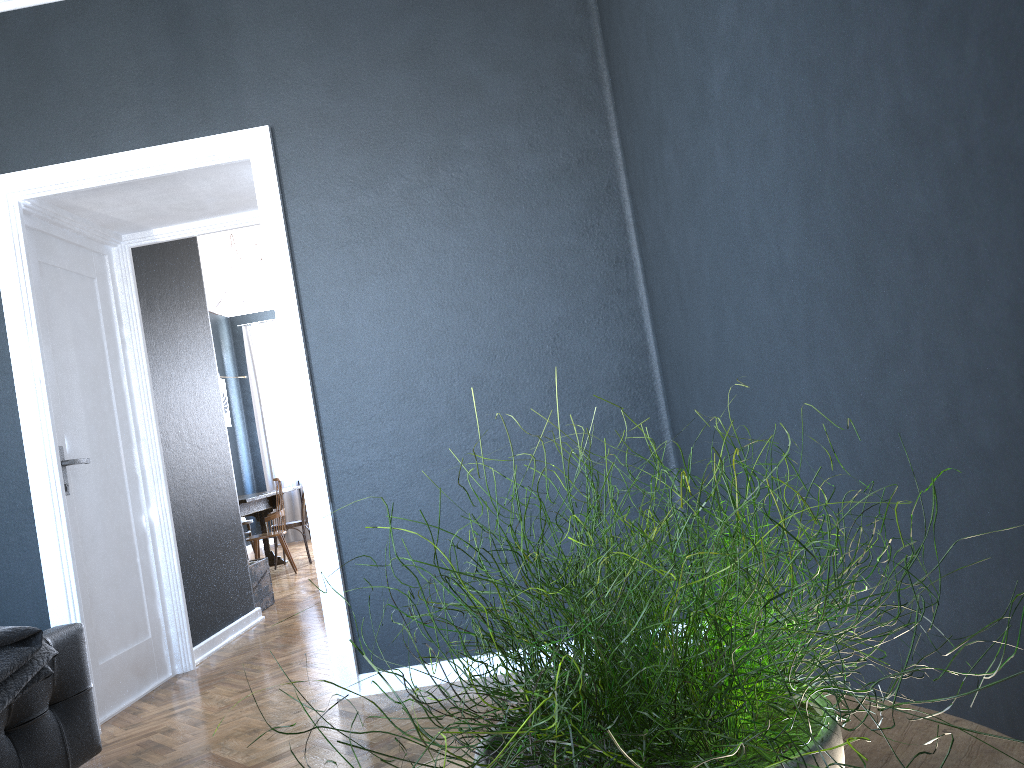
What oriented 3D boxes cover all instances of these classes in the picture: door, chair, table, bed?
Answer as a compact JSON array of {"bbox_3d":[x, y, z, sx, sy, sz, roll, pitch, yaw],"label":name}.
[{"bbox_3d":[-1.914,0.359,4.044,0.162,2.185,0.857,-10,-2,2],"label":"door"},{"bbox_3d":[-2.153,1.276,7.818,0.383,0.856,0.456,-9,-2,-13],"label":"chair"},{"bbox_3d":[-2.657,1.440,8.150,1.126,0.727,1.605,-10,-3,2],"label":"table"},{"bbox_3d":[0.120,0.462,0.611,0.594,0.959,0.730,-10,-2,16],"label":"table"},{"bbox_3d":[-2.969,1.447,9.194,0.549,0.920,0.438,-10,-2,0],"label":"chair"},{"bbox_3d":[-2.435,0.853,1.782,2.375,1.161,2.267,-10,-3,2],"label":"bed"},{"bbox_3d":[-2.068,1.309,8.468,0.467,0.819,0.363,-10,-2,2],"label":"chair"}]

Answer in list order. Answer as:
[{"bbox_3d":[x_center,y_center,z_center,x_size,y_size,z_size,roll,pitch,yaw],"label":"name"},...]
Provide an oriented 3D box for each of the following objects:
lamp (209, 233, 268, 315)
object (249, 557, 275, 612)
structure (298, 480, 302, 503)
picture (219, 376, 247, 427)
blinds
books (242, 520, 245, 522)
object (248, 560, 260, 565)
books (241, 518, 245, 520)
[{"bbox_3d":[-2.394,-0.491,8.008,1.593,1.573,0.582,-11,-3,33],"label":"lamp"},{"bbox_3d":[-1.887,1.397,5.954,0.383,0.326,0.553,-10,-3,2],"label":"object"},{"bbox_3d":[-1.773,1.361,11.153,1.846,0.600,0.216,-10,-2,2],"label":"structure"},{"bbox_3d":[-3.426,0.174,9.079,0.058,0.770,4.459,-10,-3,2],"label":"picture"},{"bbox_3d":[-1.252,0.301,11.097,3.993,2.787,0.312,-10,-2,2],"label":"blinds"},{"bbox_3d":[-2.931,1.448,9.168,0.218,0.008,0.304,-10,-3,9],"label":"books"},{"bbox_3d":[-1.904,1.323,5.956,0.370,0.246,0.533,-10,-3,2],"label":"object"},{"bbox_3d":[-2.934,1.426,9.167,0.219,0.013,0.305,-10,-3,14],"label":"books"}]
